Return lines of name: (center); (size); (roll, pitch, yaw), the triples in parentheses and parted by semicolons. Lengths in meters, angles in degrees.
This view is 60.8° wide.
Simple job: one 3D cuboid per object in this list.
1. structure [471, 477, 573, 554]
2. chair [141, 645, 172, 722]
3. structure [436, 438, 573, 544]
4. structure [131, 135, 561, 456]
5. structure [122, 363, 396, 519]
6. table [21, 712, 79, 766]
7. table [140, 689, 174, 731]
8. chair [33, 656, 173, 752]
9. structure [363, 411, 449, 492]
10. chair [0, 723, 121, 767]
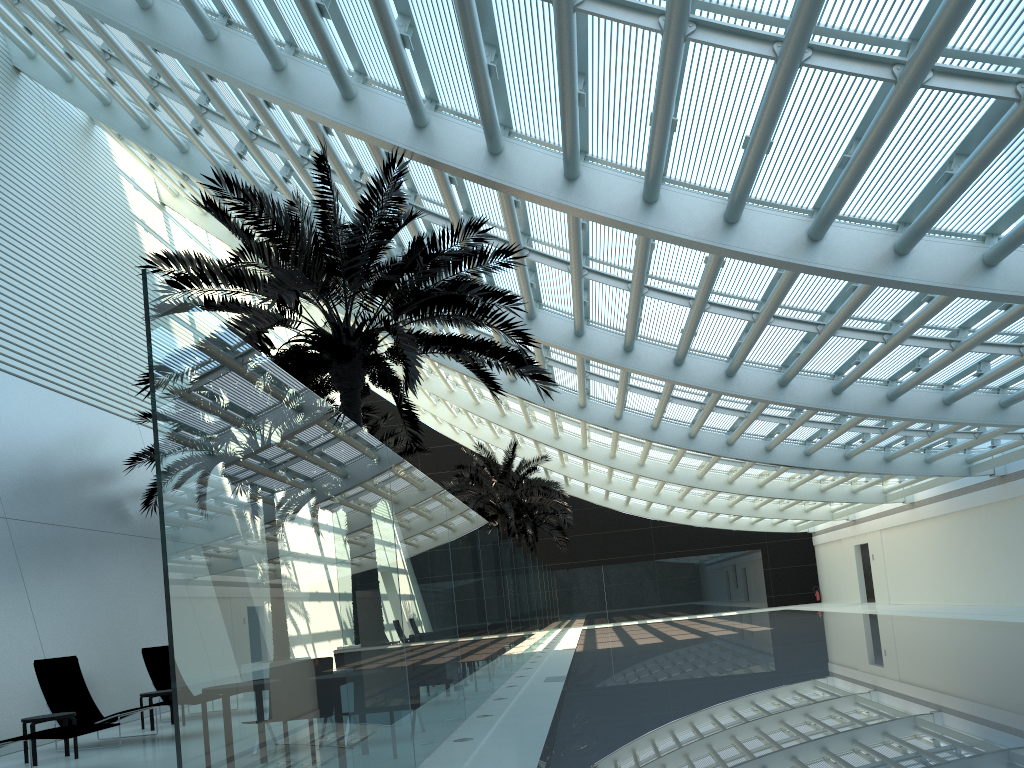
structure: (0.499, 7.382, 37.993); (4.443, 6.841, 4.946); (-4, -8, -17)
chair: (-4.567, 4.591, 13.656); (2.040, 1.128, 0.945); (-7, -8, 5)
structure: (-0.274, 5.378, 29.838); (4.820, 6.843, 4.557); (-6, -7, -2)
structure: (-2.024, 0.660, 10.665); (4.872, 6.843, 4.509); (-9, -8, 23)
structure: (-4.621, 2.541, 16.652); (4.628, 6.661, 4.398); (-4, -7, -17)
table: (-5.257, 4.034, 9.925); (0.556, 0.504, 0.567); (3, -13, -42)
table: (-5.021, 4.668, 12.501); (0.556, 0.504, 0.567); (3, -13, -42)
chair: (-4.803, 3.957, 11.080); (2.040, 1.128, 0.945); (-7, -8, 5)
structure: (-4.277, 4.015, 22.681); (4.366, 6.720, 4.664); (-11, -9, 37)
chair: (-5.039, 3.323, 8.504); (2.040, 1.128, 0.945); (-7, -8, 5)
